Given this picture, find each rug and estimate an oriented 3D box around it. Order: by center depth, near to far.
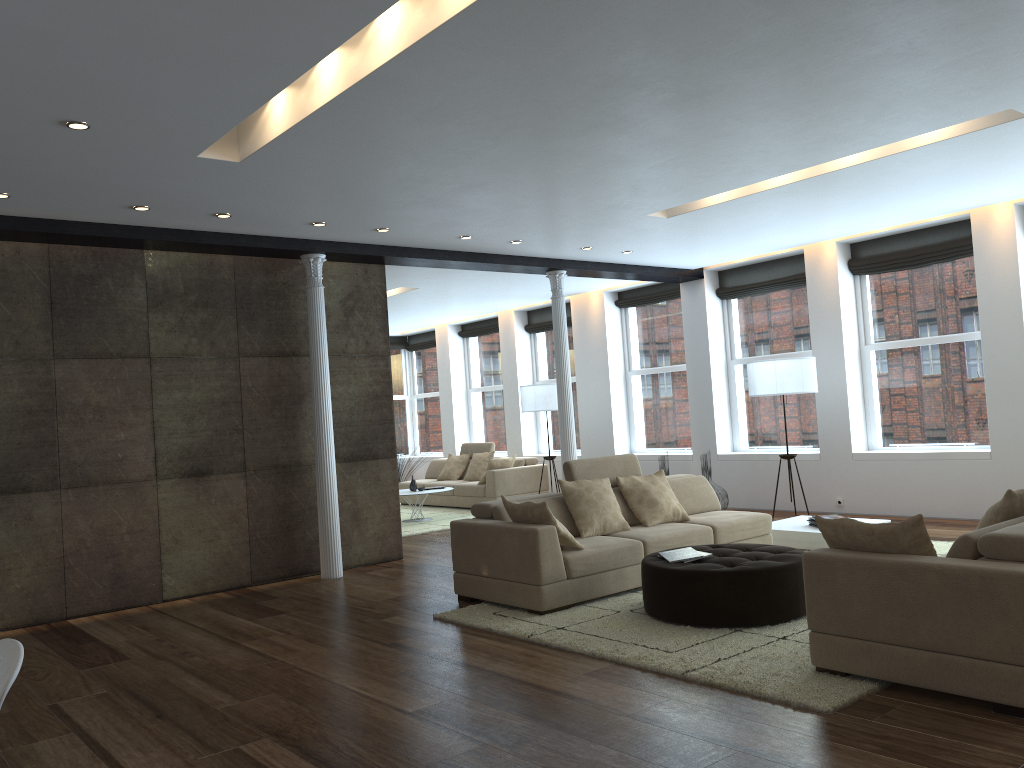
[{"bbox_3d":[2.040,1.413,6.193,4.231,0.020,2.972,-2,-3,-39],"label":"rug"},{"bbox_3d":[-1.624,1.892,12.790,2.972,0.020,4.231,-2,-3,-39],"label":"rug"}]

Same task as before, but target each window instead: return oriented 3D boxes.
[{"bbox_3d":[4.359,-0.425,9.375,0.123,2.400,1.442,-2,-3,-39],"label":"window"},{"bbox_3d":[3.212,-0.298,10.804,0.123,2.400,1.432,-2,-3,-39],"label":"window"},{"bbox_3d":[2.080,-0.172,12.212,0.123,2.400,1.391,-2,-3,-39],"label":"window"},{"bbox_3d":[0.787,-0.029,13.820,0.123,2.400,1.345,-2,-3,-39],"label":"window"},{"bbox_3d":[-0.334,0.096,15.216,0.123,2.400,1.444,-2,-3,-39],"label":"window"},{"bbox_3d":[-2.541,0.298,16.754,1.474,2.400,0.123,-2,-3,-39],"label":"window"},{"bbox_3d":[-0.481,1.069,25.261,34.761,17.917,13.698,-2,-3,-39],"label":"window"}]

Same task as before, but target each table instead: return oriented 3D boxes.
[{"bbox_3d":[2.728,1.333,7.913,0.900,0.170,0.900,-2,-3,-39],"label":"table"},{"bbox_3d":[-1.278,1.630,11.864,1.022,0.393,1.022,-4,-2,5],"label":"table"}]

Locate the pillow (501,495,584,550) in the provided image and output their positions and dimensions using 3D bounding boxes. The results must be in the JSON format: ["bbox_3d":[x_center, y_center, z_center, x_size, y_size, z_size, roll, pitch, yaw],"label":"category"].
[{"bbox_3d":[0.197,0.961,6.154,0.395,0.393,0.518,-2,-2,-35],"label":"pillow"}]

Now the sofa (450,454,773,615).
[{"bbox_3d":[0.853,1.054,6.961,2.581,0.950,1.021,-2,-3,-39],"label":"sofa"}]

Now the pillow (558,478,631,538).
[{"bbox_3d":[0.639,0.933,6.817,0.534,0.439,0.301,-2,-2,-35],"label":"pillow"}]

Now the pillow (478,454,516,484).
[{"bbox_3d":[-0.208,1.218,12.659,0.518,0.393,0.395,-2,-3,-42],"label":"pillow"}]

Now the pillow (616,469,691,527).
[{"bbox_3d":[1.133,0.924,7.199,0.519,0.416,0.368,-2,-2,-34],"label":"pillow"}]

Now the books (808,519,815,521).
[{"bbox_3d":[2.775,1.185,7.734,0.220,0.010,0.300,-3,-2,-24],"label":"books"}]

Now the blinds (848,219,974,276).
[{"bbox_3d":[4.244,-1.428,9.370,0.156,0.424,1.439,-2,-3,-39],"label":"blinds"}]

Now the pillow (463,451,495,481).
[{"bbox_3d":[-0.499,1.242,13.400,0.301,0.439,0.534,-2,-3,-42],"label":"pillow"}]

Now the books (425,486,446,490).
[{"bbox_3d":[-1.071,1.412,12.058,0.300,0.010,0.220,-3,-2,-24],"label":"books"}]

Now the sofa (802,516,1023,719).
[{"bbox_3d":[2.695,0.849,4.669,2.581,0.950,1.021,-2,-3,-39],"label":"sofa"}]

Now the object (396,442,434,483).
[{"bbox_3d":[-1.960,1.471,14.864,1.125,1.014,1.119,-5,-3,37],"label":"object"}]

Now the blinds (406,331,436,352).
[{"bbox_3d":[-1.586,-0.821,16.624,0.156,0.327,1.377,-2,-3,-39],"label":"blinds"}]

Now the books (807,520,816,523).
[{"bbox_3d":[2.751,1.196,7.732,0.220,0.010,0.300,-3,-2,-14],"label":"books"}]

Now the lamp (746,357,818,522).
[{"bbox_3d":[2.878,0.607,9.286,0.698,1.728,0.698,-3,-2,-15],"label":"lamp"}]

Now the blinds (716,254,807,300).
[{"bbox_3d":[3.083,-1.307,10.790,0.183,0.395,1.431,-2,-3,-39],"label":"blinds"}]

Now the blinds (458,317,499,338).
[{"bbox_3d":[-0.453,-0.974,15.213,0.156,0.275,1.442,-2,-3,-39],"label":"blinds"}]

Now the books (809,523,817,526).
[{"bbox_3d":[2.778,1.223,7.733,0.220,0.010,0.300,-3,-2,-19],"label":"books"}]

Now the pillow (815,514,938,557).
[{"bbox_3d":[1.758,0.788,4.211,0.395,0.393,0.518,-2,-3,-42],"label":"pillow"}]

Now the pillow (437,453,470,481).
[{"bbox_3d":[-0.899,1.296,13.878,0.368,0.416,0.519,-2,-3,-43],"label":"pillow"}]

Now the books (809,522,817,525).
[{"bbox_3d":[2.752,1.215,7.732,0.220,0.010,0.300,-4,-2,-4],"label":"books"}]

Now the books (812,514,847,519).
[{"bbox_3d":[2.774,1.166,7.735,0.220,0.010,0.300,-4,-2,1],"label":"books"}]

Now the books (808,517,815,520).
[{"bbox_3d":[2.750,1.177,7.733,0.220,0.010,0.300,-4,-2,-4],"label":"books"}]

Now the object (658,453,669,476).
[{"bbox_3d":[1.857,1.205,10.745,0.458,0.781,0.458,-2,-3,-40],"label":"object"}]

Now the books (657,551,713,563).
[{"bbox_3d":[1.096,1.091,5.637,0.219,0.031,0.300,-3,-2,-24],"label":"books"}]

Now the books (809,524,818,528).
[{"bbox_3d":[2.753,1.234,7.731,0.220,0.010,0.300,-4,-2,-4],"label":"books"}]

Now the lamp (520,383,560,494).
[{"bbox_3d":[0.511,0.869,12.232,0.698,1.728,0.698,-3,-2,-15],"label":"lamp"}]

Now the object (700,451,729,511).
[{"bbox_3d":[2.318,1.166,10.519,0.458,0.781,0.458,-2,-3,-40],"label":"object"}]

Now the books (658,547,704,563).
[{"bbox_3d":[1.070,1.086,5.635,0.220,0.040,0.301,-4,-2,-4],"label":"books"}]

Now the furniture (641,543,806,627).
[{"bbox_3d":[1.357,1.252,5.628,1.057,0.355,1.057,-2,-3,-37],"label":"furniture"}]

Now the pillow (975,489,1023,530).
[{"bbox_3d":[2.497,0.727,4.504,0.534,0.439,0.301,-2,-3,-42],"label":"pillow"}]

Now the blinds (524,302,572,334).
[{"bbox_3d":[0.671,-1.039,13.817,0.156,0.393,1.342,-2,-3,-39],"label":"blinds"}]

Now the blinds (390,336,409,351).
[{"bbox_3d":[-2.569,-0.760,16.715,1.442,0.312,0.155,-2,-3,-39],"label":"blinds"}]

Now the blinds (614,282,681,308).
[{"bbox_3d":[1.959,-1.241,12.211,0.156,0.275,1.396,-2,-3,-39],"label":"blinds"}]

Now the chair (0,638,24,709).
[{"bbox_3d":[-1.480,1.094,2.116,0.581,0.835,0.495,-2,-3,-39],"label":"chair"}]

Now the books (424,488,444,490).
[{"bbox_3d":[-1.068,1.420,12.033,0.300,0.010,0.220,-4,-2,-4],"label":"books"}]

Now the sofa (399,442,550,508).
[{"bbox_3d":[-0.659,1.389,13.586,1.018,0.950,2.581,-2,-3,-39],"label":"sofa"}]
